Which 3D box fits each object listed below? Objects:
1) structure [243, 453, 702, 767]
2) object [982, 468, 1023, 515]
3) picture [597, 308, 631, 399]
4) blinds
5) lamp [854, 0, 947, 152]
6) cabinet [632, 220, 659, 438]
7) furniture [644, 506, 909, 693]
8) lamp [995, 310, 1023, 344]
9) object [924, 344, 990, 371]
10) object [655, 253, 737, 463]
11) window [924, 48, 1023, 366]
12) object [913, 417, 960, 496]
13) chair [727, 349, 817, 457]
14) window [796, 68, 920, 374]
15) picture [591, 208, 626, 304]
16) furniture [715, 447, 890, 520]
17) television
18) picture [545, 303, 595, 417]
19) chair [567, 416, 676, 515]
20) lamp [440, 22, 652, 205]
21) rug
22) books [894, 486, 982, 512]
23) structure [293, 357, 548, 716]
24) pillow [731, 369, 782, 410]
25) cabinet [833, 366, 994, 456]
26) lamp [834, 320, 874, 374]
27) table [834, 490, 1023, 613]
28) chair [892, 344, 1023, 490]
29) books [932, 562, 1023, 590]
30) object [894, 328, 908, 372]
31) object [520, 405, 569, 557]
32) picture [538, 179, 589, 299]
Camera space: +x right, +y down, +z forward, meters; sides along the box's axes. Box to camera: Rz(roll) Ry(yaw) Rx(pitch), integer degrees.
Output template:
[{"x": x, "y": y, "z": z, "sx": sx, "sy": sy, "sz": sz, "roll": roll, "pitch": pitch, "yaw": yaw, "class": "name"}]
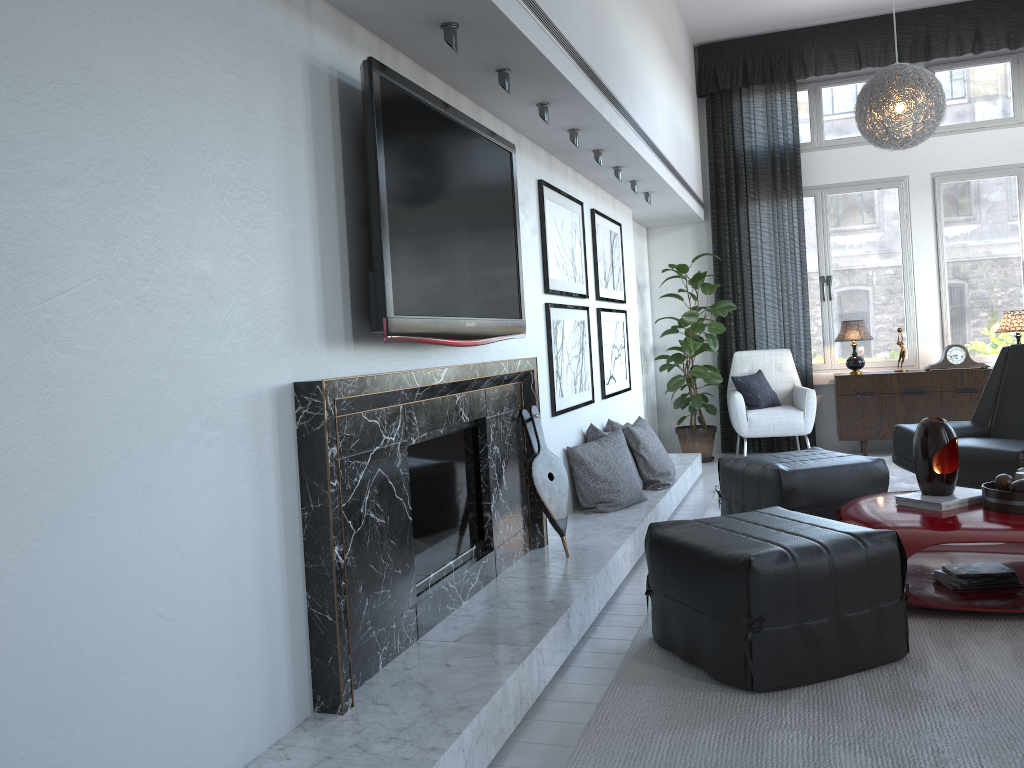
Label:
[{"x": -0.013, "y": 0.769, "z": 2.778, "sx": 0.393, "sy": 0.135, "sz": 7.218, "roll": -3, "pitch": 3, "yaw": 19, "class": "structure"}, {"x": 1.762, "y": 0.366, "z": 3.067, "sx": 0.242, "sy": 0.133, "sz": 0.242, "roll": -5, "pitch": 2, "yaw": -34, "class": "object"}, {"x": 0.631, "y": -0.197, "z": 5.414, "sx": 0.020, "sy": 0.522, "sz": 0.792, "roll": -3, "pitch": 2, "yaw": 19, "class": "picture"}, {"x": 3.082, "y": -1.146, "z": 6.621, "sx": 3.210, "sy": 3.277, "sz": 0.189, "roll": -3, "pitch": 0, "yaw": 18, "class": "blinds"}, {"x": 2.339, "y": -2.072, "z": 5.399, "sx": 0.512, "sy": 1.306, "sz": 0.515, "roll": -3, "pitch": 0, "yaw": 13, "class": "lamp"}, {"x": 0.907, "y": -0.321, "z": 6.864, "sx": 0.191, "sy": 1.895, "sz": 1.173, "roll": -3, "pitch": 1, "yaw": 19, "class": "cabinet"}, {"x": 0.779, "y": 0.620, "z": 2.705, "sx": 0.614, "sy": 0.378, "sz": 0.599, "roll": -4, "pitch": 2, "yaw": -23, "class": "furniture"}, {"x": 3.567, "y": -0.320, "z": 6.241, "sx": 0.280, "sy": 0.397, "sz": 0.281, "roll": -3, "pitch": 1, "yaw": 44, "class": "lamp"}, {"x": 3.194, "y": -0.196, "z": 6.382, "sx": 0.406, "sy": 0.180, "sz": 0.181, "roll": -3, "pitch": 1, "yaw": 19, "class": "object"}, {"x": 1.385, "y": -0.194, "z": 6.715, "sx": 0.640, "sy": 1.589, "sz": 0.935, "roll": -4, "pitch": 1, "yaw": -26, "class": "object"}, {"x": 3.789, "y": -1.306, "z": 6.520, "sx": 1.267, "sy": 2.322, "sz": 0.133, "roll": -3, "pitch": 0, "yaw": 18, "class": "window"}, {"x": 1.550, "y": 0.263, "z": 3.244, "sx": 0.153, "sy": 0.280, "sz": 0.151, "roll": -4, "pitch": 1, "yaw": -32, "class": "object"}, {"x": 1.928, "y": 0.159, "z": 6.632, "sx": 0.593, "sy": 0.823, "sz": 0.613, "roll": -3, "pitch": 1, "yaw": 9, "class": "chair"}, {"x": 2.446, "y": -1.244, "z": 6.969, "sx": 1.267, "sy": 2.322, "sz": 0.133, "roll": -3, "pitch": 0, "yaw": 18, "class": "window"}, {"x": 0.597, "y": -0.761, "z": 5.413, "sx": 0.020, "sy": 0.522, "sz": 0.792, "roll": -3, "pitch": 2, "yaw": 19, "class": "picture"}, {"x": 1.349, "y": 0.523, "z": 4.155, "sx": 0.599, "sy": 0.378, "sz": 0.614, "roll": -4, "pitch": 2, "yaw": -18, "class": "furniture"}, {"x": -0.209, "y": -0.491, "z": 2.818, "sx": 0.128, "sy": 0.752, "sz": 1.160, "roll": -3, "pitch": 2, "yaw": 19, "class": "television"}, {"x": 0.300, "y": -0.134, "z": 4.428, "sx": 0.020, "sy": 0.522, "sz": 0.792, "roll": -3, "pitch": 2, "yaw": 19, "class": "picture"}, {"x": 0.644, "y": 0.392, "z": 4.781, "sx": 0.390, "sy": 0.431, "sz": 1.338, "roll": -3, "pitch": 2, "yaw": 19, "class": "chair"}, {"x": 0.195, "y": -1.045, "z": 3.616, "sx": 0.052, "sy": 0.081, "sz": 4.259, "roll": -3, "pitch": 2, "yaw": 19, "class": "lamp"}, {"x": 1.890, "y": 0.733, "z": 2.686, "sx": 2.952, "sy": 0.032, "sz": 7.780, "roll": -3, "pitch": 3, "yaw": 19, "class": "rug"}, {"x": 1.586, "y": 0.417, "z": 3.234, "sx": 0.306, "sy": 0.030, "sz": 0.201, "roll": -5, "pitch": 3, "yaw": -26, "class": "books"}, {"x": -0.382, "y": 0.412, "z": 2.902, "sx": 0.520, "sy": 0.923, "sz": 1.689, "roll": -3, "pitch": 2, "yaw": 19, "class": "structure"}, {"x": 1.837, "y": 0.045, "z": 6.656, "sx": 0.357, "sy": 0.295, "sz": 0.252, "roll": -5, "pitch": 2, "yaw": -45, "class": "pillow"}, {"x": 3.107, "y": 0.203, "z": 6.455, "sx": 1.398, "sy": 0.612, "sz": 0.386, "roll": -3, "pitch": 1, "yaw": 18, "class": "cabinet"}, {"x": 2.544, "y": -0.274, "z": 6.583, "sx": 0.280, "sy": 0.397, "sz": 0.281, "roll": -3, "pitch": 1, "yaw": 44, "class": "lamp"}, {"x": 1.668, "y": 0.577, "z": 3.195, "sx": 0.941, "sy": 0.300, "sz": 0.940, "roll": -3, "pitch": 2, "yaw": 18, "class": "table"}, {"x": 2.484, "y": 0.217, "z": 4.425, "sx": 0.805, "sy": 0.810, "sz": 0.840, "roll": -4, "pitch": 2, "yaw": -34, "class": "chair"}, {"x": 1.686, "y": 0.693, "z": 3.210, "sx": 0.272, "sy": 0.054, "sz": 0.204, "roll": -4, "pitch": 2, "yaw": -6, "class": "books"}, {"x": 2.850, "y": -0.252, "z": 6.511, "sx": 0.096, "sy": 0.324, "sz": 0.096, "roll": -3, "pitch": 0, "yaw": 18, "class": "object"}, {"x": 0.137, "y": 0.374, "z": 3.453, "sx": 0.175, "sy": 0.580, "sz": 0.196, "roll": -3, "pitch": 0, "yaw": -1, "class": "object"}, {"x": 0.268, "y": -0.699, "z": 4.426, "sx": 0.020, "sy": 0.522, "sz": 0.792, "roll": -3, "pitch": 2, "yaw": 19, "class": "picture"}]
